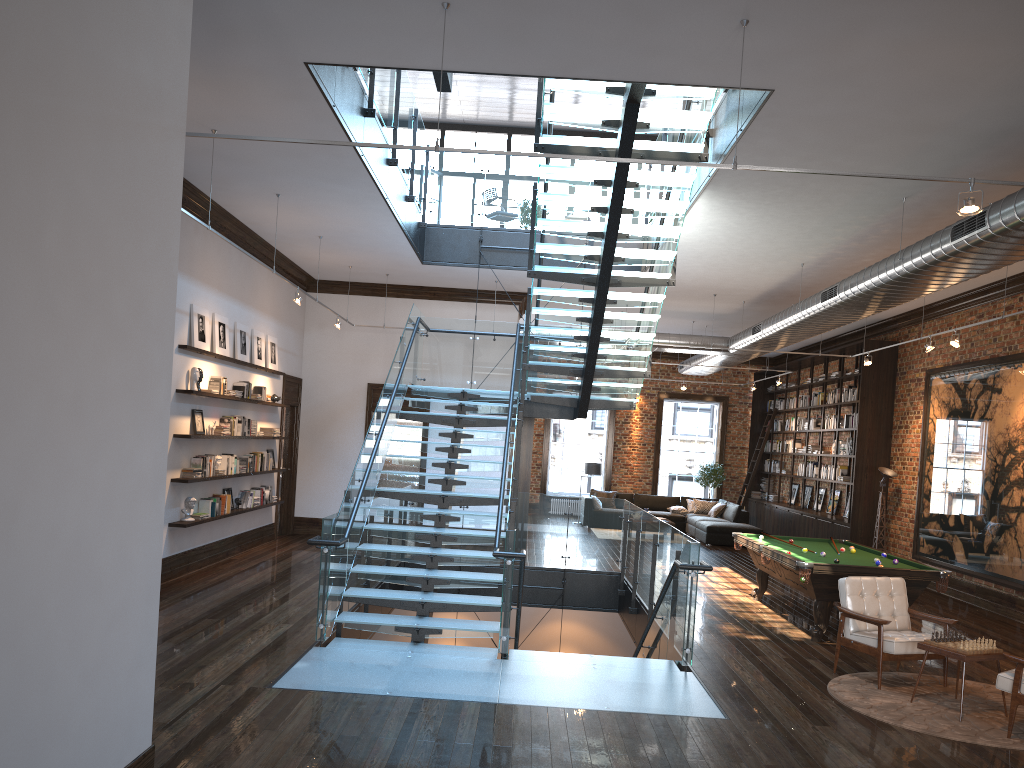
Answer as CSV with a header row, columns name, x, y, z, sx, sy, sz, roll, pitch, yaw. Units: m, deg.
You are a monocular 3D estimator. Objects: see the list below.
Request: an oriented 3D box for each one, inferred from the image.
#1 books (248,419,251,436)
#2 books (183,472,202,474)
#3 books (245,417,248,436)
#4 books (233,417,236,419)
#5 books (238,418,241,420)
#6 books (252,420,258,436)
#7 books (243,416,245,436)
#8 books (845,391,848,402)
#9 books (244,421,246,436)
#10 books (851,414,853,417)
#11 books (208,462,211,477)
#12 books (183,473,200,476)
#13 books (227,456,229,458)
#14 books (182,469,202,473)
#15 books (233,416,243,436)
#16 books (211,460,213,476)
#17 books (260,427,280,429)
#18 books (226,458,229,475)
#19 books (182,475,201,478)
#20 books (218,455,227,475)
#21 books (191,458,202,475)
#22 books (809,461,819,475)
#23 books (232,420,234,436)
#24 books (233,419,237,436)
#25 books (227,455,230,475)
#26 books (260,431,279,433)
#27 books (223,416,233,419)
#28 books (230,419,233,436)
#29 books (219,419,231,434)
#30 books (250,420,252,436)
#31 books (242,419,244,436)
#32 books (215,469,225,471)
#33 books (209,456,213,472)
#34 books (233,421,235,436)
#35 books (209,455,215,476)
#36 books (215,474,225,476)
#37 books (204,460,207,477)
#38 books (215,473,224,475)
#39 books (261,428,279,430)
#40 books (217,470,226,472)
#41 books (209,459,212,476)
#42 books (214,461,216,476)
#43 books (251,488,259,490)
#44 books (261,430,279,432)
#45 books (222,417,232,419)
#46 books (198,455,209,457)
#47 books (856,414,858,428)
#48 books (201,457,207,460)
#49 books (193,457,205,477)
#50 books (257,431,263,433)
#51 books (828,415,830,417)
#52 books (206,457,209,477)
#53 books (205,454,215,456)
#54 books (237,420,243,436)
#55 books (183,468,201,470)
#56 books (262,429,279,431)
name,x,y,z,sx,sy,sz,roll,pitch,yaw
books,-3.676,0.593,12.164,0.169,0.238,0.021,4,1,1
books,-3.748,1.036,10.389,0.159,0.011,0.184,4,-4,1
books,-3.689,0.580,12.129,0.143,0.257,0.049,4,1,1
books,-3.693,0.550,11.614,0.146,0.249,0.006,4,1,1
books,-3.691,0.570,11.806,0.150,0.236,0.026,4,1,1
books,-3.673,0.624,12.533,0.142,0.225,0.012,4,1,1
books,-3.689,0.564,11.945,0.158,0.265,0.011,4,1,1
books,6.542,0.256,17.173,0.168,0.231,0.028,4,1,1
books,-3.684,0.599,12.035,0.135,0.209,0.066,4,1,1
books,6.523,0.714,16.844,0.159,0.285,0.014,4,1,1
books,-3.741,1.034,10.779,0.142,0.180,0.013,4,1,1
books,-3.755,1.055,10.395,0.154,0.028,0.191,4,-4,-4
books,-3.730,1.049,11.442,0.133,0.236,0.022,4,1,1
books,-3.747,1.016,10.374,0.143,0.028,0.219,3,-4,6
books,-3.688,0.560,11.859,0.158,0.263,0.026,4,1,1
books,-3.743,1.031,10.866,0.128,0.197,0.030,4,1,1
books,-3.647,0.666,13.369,0.193,0.007,0.346,3,-4,3
books,-3.720,1.055,11.392,0.154,0.218,0.030,4,1,1
books,-3.753,1.083,10.390,0.143,0.028,0.235,4,-4,1
books,-3.724,1.036,11.360,0.141,0.252,0.012,4,1,1
books,-3.756,0.995,10.545,0.125,0.227,0.047,4,1,1
books,6.488,1.834,19.049,0.182,0.336,0.015,4,1,1
books,-3.681,0.563,11.485,0.157,0.209,0.005,4,1,1
books,-3.677,0.565,11.567,0.166,0.215,0.013,4,1,1
books,-3.719,1.042,11.458,0.148,0.253,0.012,4,1,1
books,-3.656,0.725,13.368,0.195,0.008,0.308,4,-4,1
books,-3.697,0.547,11.526,0.138,0.243,0.005,4,1,1
books,-3.689,0.559,11.467,0.153,0.213,0.005,4,1,1
books,-3.707,0.556,11.445,0.142,0.213,0.005,4,1,1
books,-3.671,0.607,12.221,0.156,0.218,0.013,4,1,1
books,-3.682,0.577,11.899,0.163,0.235,0.025,4,1,1
books,-3.736,1.082,11.206,0.141,0.011,0.288,4,-4,-2
books,-3.745,1.005,10.895,0.130,0.253,0.027,4,1,1
books,-3.680,0.574,11.520,0.160,0.191,0.006,4,1,1
books,-3.744,1.009,10.960,0.141,0.252,0.012,4,1,1
books,-3.744,1.146,11.207,0.141,0.011,0.287,4,-4,-1
books,-3.737,1.013,10.630,0.156,0.203,0.013,4,1,1
books,-3.747,1.135,11.207,0.142,0.011,0.254,4,-4,1
books,-3.648,0.681,13.370,0.195,0.008,0.308,3,-4,3
books,-3.741,1.092,11.206,0.141,0.011,0.287,4,-4,3
books,-3.740,1.020,10.803,0.150,0.210,0.035,4,1,1
books,-3.746,1.046,11.018,0.120,0.185,0.034,4,1,1
books,-3.760,1.646,12.933,0.115,0.240,0.011,4,1,1
books,-3.647,0.711,13.370,0.193,0.007,0.346,4,-4,-2
books,-3.707,0.549,11.512,0.132,0.236,0.009,4,1,1
books,-3.751,0.993,10.765,0.127,0.259,0.015,4,1,1
books,6.410,0.680,16.260,0.189,0.264,0.030,4,1,1
books,-3.741,0.996,10.655,0.128,0.241,0.012,4,1,1
books,-3.740,0.993,10.575,0.134,0.236,0.013,4,1,1
books,-3.688,0.688,12.763,0.141,0.011,0.286,4,-4,0
books,6.528,0.785,18.117,0.152,0.307,0.016,4,1,1
books,-3.733,0.999,10.717,0.139,0.243,0.015,4,1,1
books,-3.754,1.005,10.995,0.120,0.263,0.011,4,1,1
books,-3.671,0.580,11.741,0.184,0.209,0.064,4,1,1
books,-3.749,0.996,10.392,0.135,0.014,0.216,4,-4,1
books,-3.640,0.696,13.370,0.193,0.007,0.346,4,-4,-4
